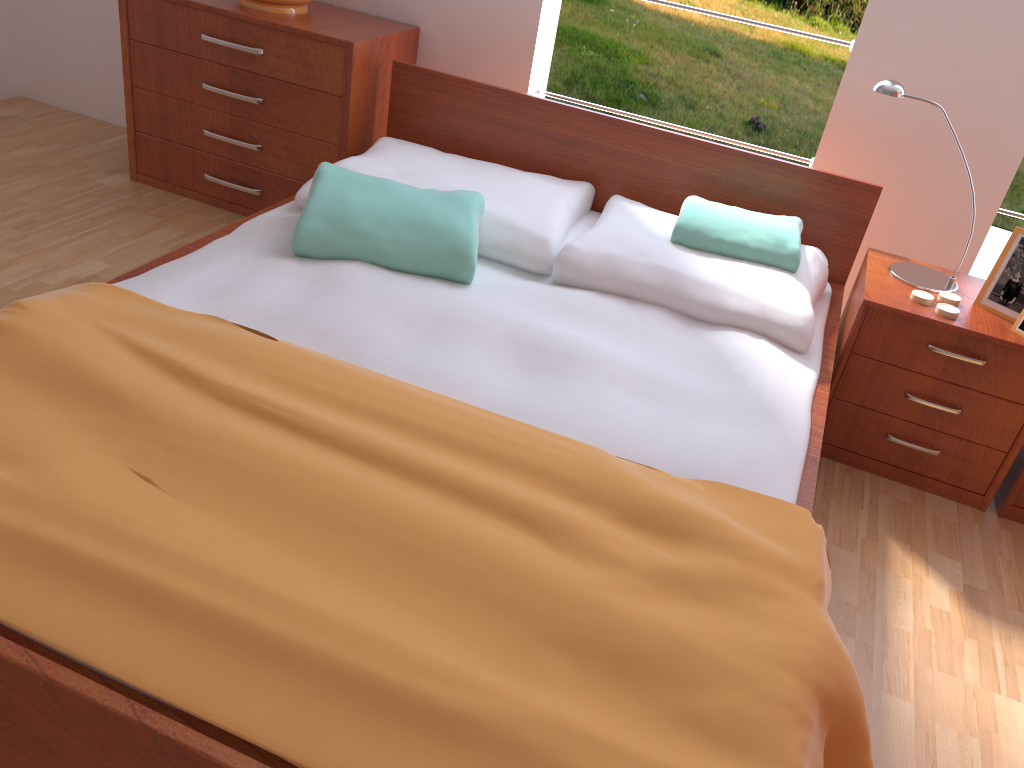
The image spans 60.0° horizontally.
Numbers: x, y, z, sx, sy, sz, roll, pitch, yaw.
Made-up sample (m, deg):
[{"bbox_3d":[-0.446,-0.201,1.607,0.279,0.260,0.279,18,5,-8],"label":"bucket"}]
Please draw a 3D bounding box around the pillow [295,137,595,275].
[{"bbox_3d":[-0.158,-0.497,2.387,0.682,0.157,0.574,16,31,8],"label":"pillow"}]

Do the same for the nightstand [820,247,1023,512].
[{"bbox_3d":[1.018,-0.015,2.194,0.439,0.442,0.377,19,32,14],"label":"nightstand"}]

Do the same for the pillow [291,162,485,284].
[{"bbox_3d":[-0.275,-0.379,2.079,0.425,0.164,0.334,7,31,-7],"label":"pillow"}]

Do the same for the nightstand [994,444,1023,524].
[{"bbox_3d":[1.445,0.132,2.085,0.439,0.442,0.377,19,32,14],"label":"nightstand"}]

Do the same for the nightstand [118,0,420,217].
[{"bbox_3d":[-0.793,-0.903,2.891,0.815,0.626,0.428,19,32,14],"label":"nightstand"}]

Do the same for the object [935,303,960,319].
[{"bbox_3d":[0.971,-0.162,1.980,0.049,0.018,0.049,12,31,2],"label":"object"}]

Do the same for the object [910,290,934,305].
[{"bbox_3d":[0.936,-0.196,2.025,0.049,0.018,0.049,12,31,2],"label":"object"}]

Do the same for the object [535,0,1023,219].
[{"bbox_3d":[1.220,-1.350,2.145,2.205,1.815,0.033,19,32,14],"label":"object"}]

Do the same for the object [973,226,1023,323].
[{"bbox_3d":[1.141,-0.237,1.984,0.037,0.191,0.131,-16,40,-37],"label":"object"}]

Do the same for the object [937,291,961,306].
[{"bbox_3d":[1.008,-0.196,2.047,0.049,0.018,0.049,12,31,2],"label":"object"}]

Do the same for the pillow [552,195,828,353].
[{"bbox_3d":[0.476,-0.291,2.244,0.630,0.182,0.574,18,32,12],"label":"pillow"}]

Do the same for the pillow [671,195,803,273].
[{"bbox_3d":[0.569,-0.379,2.246,0.322,0.116,0.276,17,32,11],"label":"pillow"}]

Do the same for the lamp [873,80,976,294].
[{"bbox_3d":[0.944,-0.451,2.047,0.337,0.421,0.163,13,31,3],"label":"lamp"}]

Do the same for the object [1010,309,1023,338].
[{"bbox_3d":[1.144,-0.154,1.899,0.027,0.137,0.094,-5,35,-25],"label":"object"}]

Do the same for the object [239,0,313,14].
[{"bbox_3d":[-0.714,-1.257,2.665,0.264,0.244,0.264,29,36,28],"label":"object"}]

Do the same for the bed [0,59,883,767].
[{"bbox_3d":[-0.025,-0.048,1.781,1.632,0.560,1.990,19,32,14],"label":"bed"}]
